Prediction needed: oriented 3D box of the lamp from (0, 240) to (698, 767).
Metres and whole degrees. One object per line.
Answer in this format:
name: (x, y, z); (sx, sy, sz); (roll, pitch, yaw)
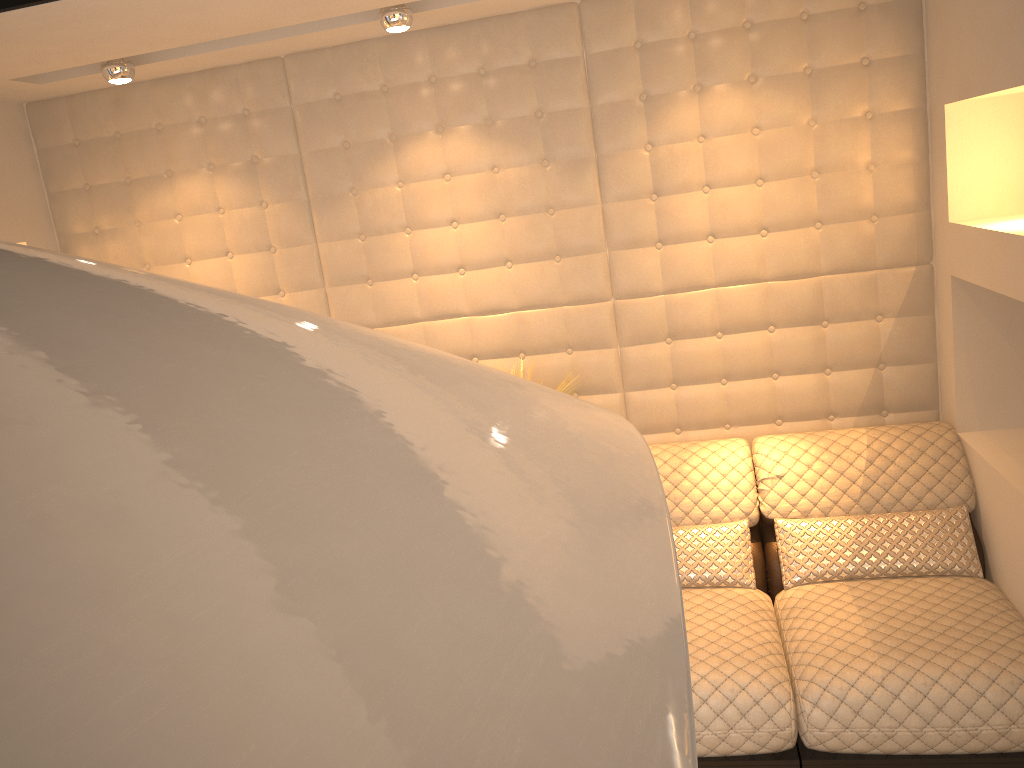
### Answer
lamp: (-0.808, -0.309, 0.188); (1.578, 0.995, 0.939); (-6, 12, 12)

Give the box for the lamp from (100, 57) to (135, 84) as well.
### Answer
lamp: (-1.305, -1.057, 2.927); (0.107, 0.127, 0.107); (-10, 12, -7)

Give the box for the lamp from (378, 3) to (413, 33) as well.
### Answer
lamp: (-0.361, -1.151, 2.732); (0.107, 0.127, 0.107); (-10, 12, -7)

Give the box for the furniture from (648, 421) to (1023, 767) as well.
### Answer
furniture: (0.800, 0.673, 2.715); (1.312, 0.810, 1.107); (-6, 12, 12)

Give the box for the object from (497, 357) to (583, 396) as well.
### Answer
object: (0.081, 0.284, 3.074); (0.390, 0.718, 0.388); (-8, 12, 3)
